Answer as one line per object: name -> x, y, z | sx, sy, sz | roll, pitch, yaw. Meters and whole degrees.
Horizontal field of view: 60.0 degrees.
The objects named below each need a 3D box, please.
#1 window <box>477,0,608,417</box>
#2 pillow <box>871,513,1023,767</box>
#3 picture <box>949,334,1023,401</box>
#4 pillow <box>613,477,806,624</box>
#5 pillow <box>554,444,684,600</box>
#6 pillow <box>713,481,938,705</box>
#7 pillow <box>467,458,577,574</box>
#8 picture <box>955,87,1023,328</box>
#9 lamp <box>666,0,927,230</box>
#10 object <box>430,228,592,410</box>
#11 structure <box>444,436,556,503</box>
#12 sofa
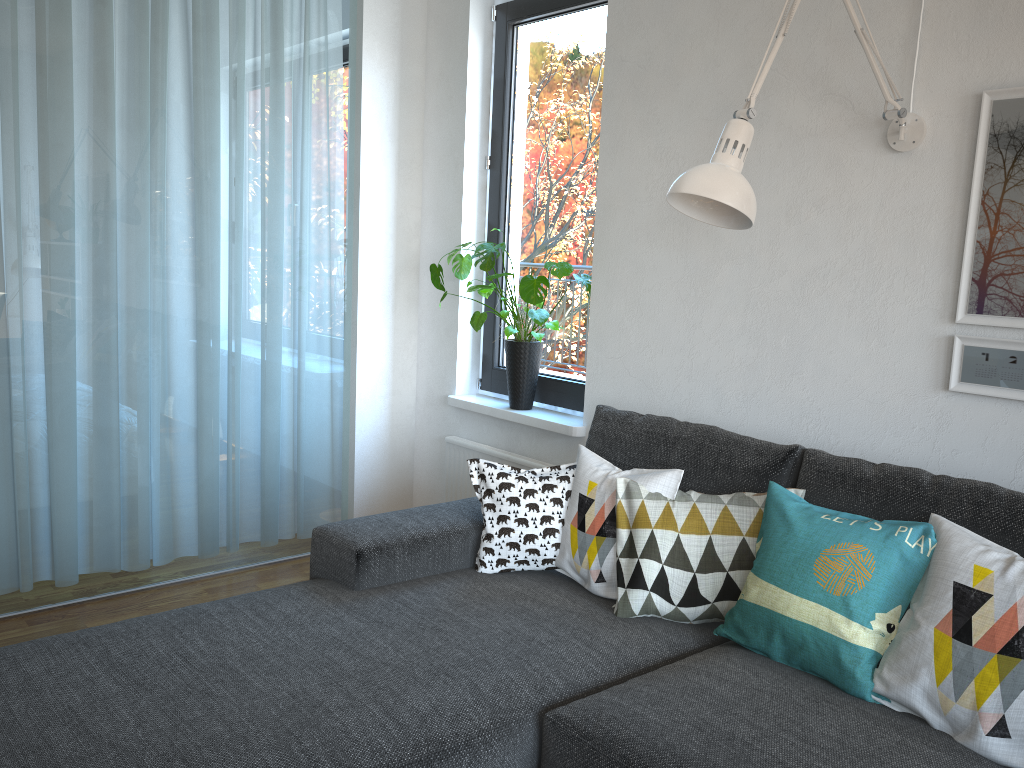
window -> 6.201, 0.031, 15.931 | 24.365, 18.411, 13.951 | -3, 10, -35
pillow -> 0.906, 0.486, 1.627 | 0.285, 0.369, 0.436 | -5, 11, -41
picture -> 1.340, 0.004, 1.830 | 0.021, 0.136, 0.836 | -5, 11, -41
pillow -> 0.464, 0.404, 2.135 | 0.454, 0.363, 0.242 | 5, 9, 15
pillow -> 0.256, 0.357, 2.259 | 0.172, 0.345, 0.359 | -5, 11, -41
pillow -> 0.674, 0.424, 1.883 | 0.272, 0.341, 0.413 | -5, 11, -42
pillow -> 0.043, 0.360, 2.366 | 0.334, 0.320, 0.160 | 2, 9, -6
picture -> 1.204, -0.384, 1.940 | 0.013, 0.535, 0.389 | -5, 12, -41
lamp -> 0.664, -0.686, 2.043 | 0.698, 0.671, 0.200 | -3, 10, -32
object -> -0.025, -0.229, 3.245 | 0.656, 0.676, 0.447 | 9, 11, 39
structure -> 0.002, 0.493, 3.359 | 0.076, 0.460, 0.816 | -6, 12, -44
sofa -> 0.283, 0.665, 1.378 | 2.162, 0.849, 2.504 | -4, 11, -41
